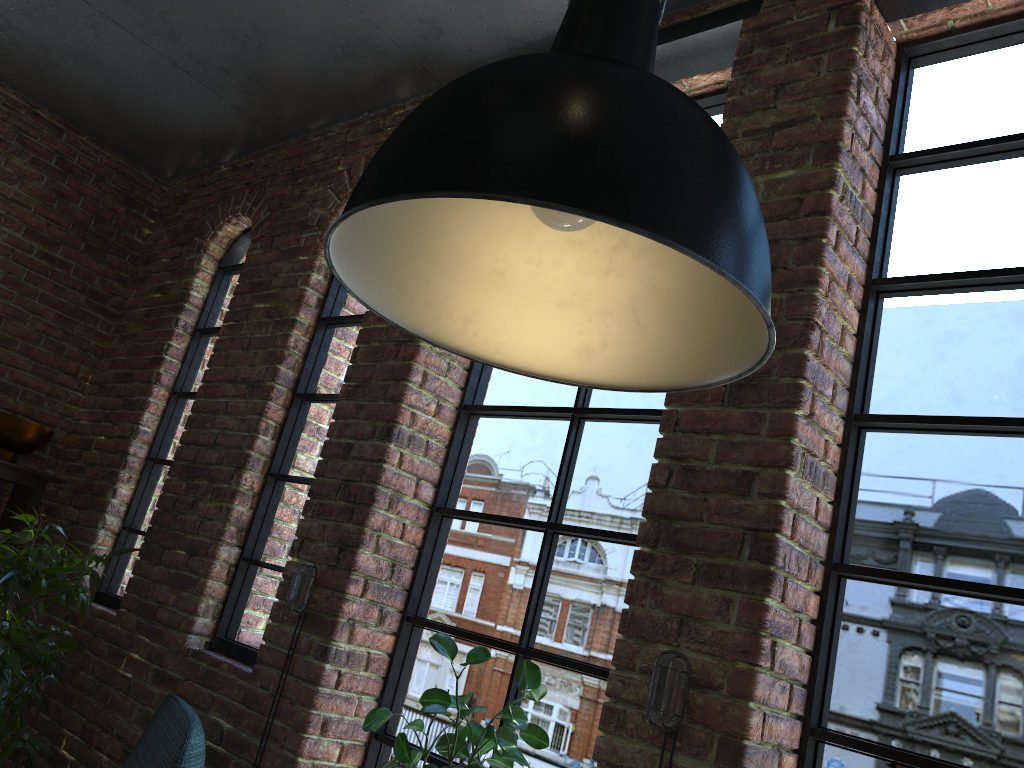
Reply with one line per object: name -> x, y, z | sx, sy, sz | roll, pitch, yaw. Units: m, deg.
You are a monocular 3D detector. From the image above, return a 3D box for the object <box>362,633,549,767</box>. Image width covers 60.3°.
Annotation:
object -> -0.141, 0.964, 2.113 | 0.374, 0.663, 0.528 | 21, -17, -21

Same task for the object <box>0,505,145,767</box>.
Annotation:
object -> -1.857, 1.153, 2.956 | 0.890, 1.528, 0.699 | 7, -18, 23

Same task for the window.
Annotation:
window -> -0.698, -0.112, 2.153 | 8.724, 2.429, 3.362 | 12, -17, 13

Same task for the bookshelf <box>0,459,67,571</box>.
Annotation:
bookshelf -> -2.545, 1.058, 3.543 | 0.332, 1.668, 0.778 | -1, -23, 43

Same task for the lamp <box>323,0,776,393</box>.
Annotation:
lamp -> 0.189, -0.701, 1.228 | 0.510, 1.326, 0.549 | 23, -18, -26

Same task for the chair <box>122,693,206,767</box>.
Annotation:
chair -> -1.422, 1.285, 2.224 | 1.002, 1.097, 0.832 | 21, -17, -19

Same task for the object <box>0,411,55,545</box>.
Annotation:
object -> -2.490, 0.928, 3.584 | 0.342, 1.761, 0.581 | 1, -21, 37
